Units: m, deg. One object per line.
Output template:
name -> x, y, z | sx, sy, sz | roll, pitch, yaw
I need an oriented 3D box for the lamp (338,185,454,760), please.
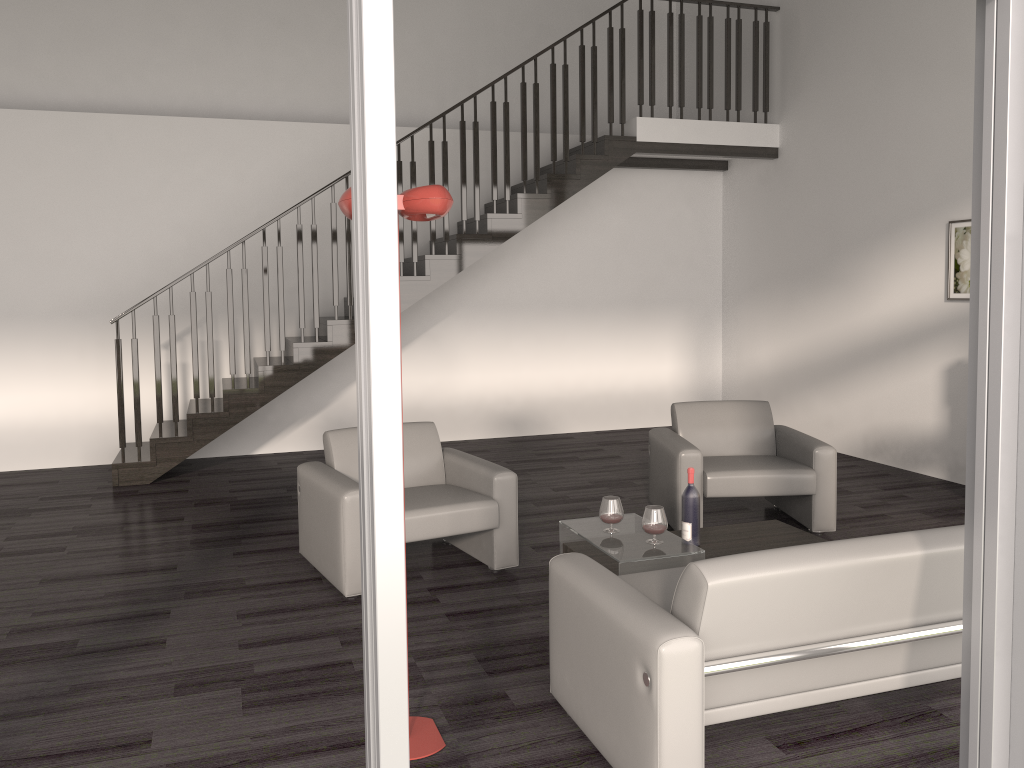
lamp -> -0.355, 0.273, 2.846 | 0.353, 1.783, 0.365 | -2, 4, -18

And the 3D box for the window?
window -> -0.247, -0.435, 1.605 | 9.749, 3.462, 0.386 | -3, 4, -18

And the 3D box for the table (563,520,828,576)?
table -> 0.909, 0.890, 4.172 | 1.201, 0.249, 0.602 | -3, 6, -18

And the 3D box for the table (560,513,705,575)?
table -> 0.529, 0.854, 4.043 | 0.400, 0.341, 0.682 | -2, 6, -18

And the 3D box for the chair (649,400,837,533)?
chair -> 1.406, 0.505, 5.515 | 0.963, 0.715, 0.913 | -1, 5, -3

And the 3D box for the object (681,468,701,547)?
object -> 0.843, 0.579, 4.178 | 0.093, 0.369, 0.093 | -2, 4, -19

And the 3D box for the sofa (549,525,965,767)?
sofa -> 1.240, 0.765, 3.106 | 2.115, 0.715, 0.904 | -3, 6, -18

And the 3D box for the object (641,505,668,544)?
object -> 0.628, 0.619, 3.902 | 0.116, 0.155, 0.116 | -3, 5, -27

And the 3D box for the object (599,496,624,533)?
object -> 0.458, 0.601, 4.087 | 0.116, 0.155, 0.116 | -2, 5, -10

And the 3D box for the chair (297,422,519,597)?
chair -> -0.558, 0.618, 4.705 | 0.964, 0.715, 0.912 | -4, 6, -28

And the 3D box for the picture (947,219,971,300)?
picture -> 3.276, -0.887, 6.330 | 0.026, 0.576, 0.395 | -2, 5, -18

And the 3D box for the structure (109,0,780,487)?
structure -> -0.231, -1.444, 8.107 | 6.345, 4.083, 1.002 | -3, 4, -18
